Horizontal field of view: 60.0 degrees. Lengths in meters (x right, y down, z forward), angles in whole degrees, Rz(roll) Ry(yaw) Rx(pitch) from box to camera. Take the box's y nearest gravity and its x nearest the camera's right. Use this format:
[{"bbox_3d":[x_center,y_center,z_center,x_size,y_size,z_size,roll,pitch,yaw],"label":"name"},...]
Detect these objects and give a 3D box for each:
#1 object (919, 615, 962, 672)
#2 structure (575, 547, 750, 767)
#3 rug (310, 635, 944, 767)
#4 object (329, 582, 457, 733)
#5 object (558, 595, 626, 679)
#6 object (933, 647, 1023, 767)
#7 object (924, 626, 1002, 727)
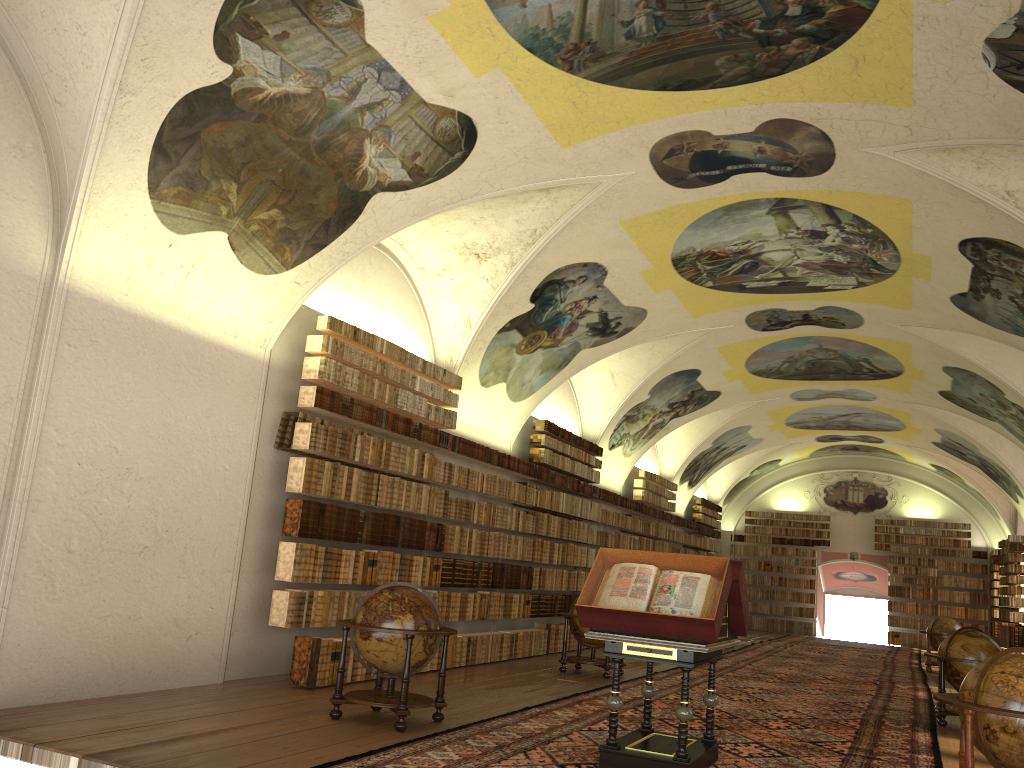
[{"bbox_3d":[11.171,6.704,22.835,1.280,1.443,1.282,10,-12,-22],"label":"object"},{"bbox_3d":[1.476,2.630,8.494,1.245,1.974,1.898,0,-12,24],"label":"structure"},{"bbox_3d":[5.547,5.730,17.179,4.704,0.064,37.041,0,-13,24],"label":"rug"},{"bbox_3d":[-1.251,2.854,9.491,1.280,1.443,1.283,8,-11,-12],"label":"object"},{"bbox_3d":[1.447,4.319,15.479,1.281,1.443,1.281,11,-12,-27],"label":"object"},{"bbox_3d":[4.071,2.848,7.084,1.281,1.443,1.281,11,-12,-27],"label":"object"},{"bbox_3d":[6.771,4.314,13.070,1.280,1.443,1.283,8,-11,-12],"label":"object"}]
